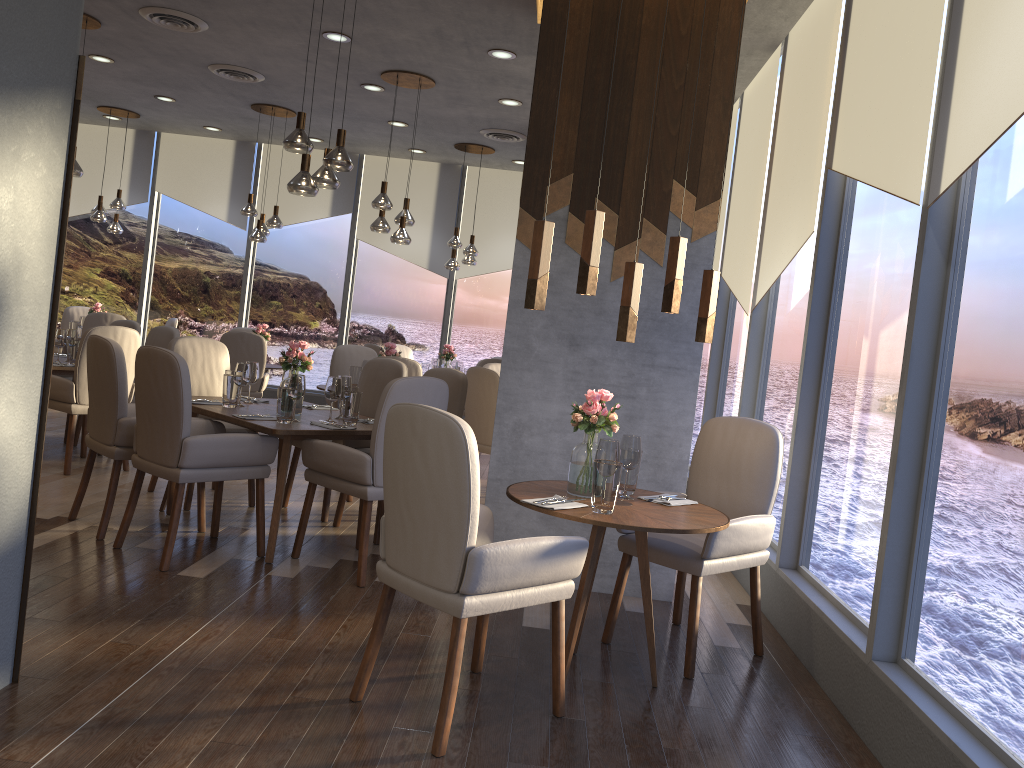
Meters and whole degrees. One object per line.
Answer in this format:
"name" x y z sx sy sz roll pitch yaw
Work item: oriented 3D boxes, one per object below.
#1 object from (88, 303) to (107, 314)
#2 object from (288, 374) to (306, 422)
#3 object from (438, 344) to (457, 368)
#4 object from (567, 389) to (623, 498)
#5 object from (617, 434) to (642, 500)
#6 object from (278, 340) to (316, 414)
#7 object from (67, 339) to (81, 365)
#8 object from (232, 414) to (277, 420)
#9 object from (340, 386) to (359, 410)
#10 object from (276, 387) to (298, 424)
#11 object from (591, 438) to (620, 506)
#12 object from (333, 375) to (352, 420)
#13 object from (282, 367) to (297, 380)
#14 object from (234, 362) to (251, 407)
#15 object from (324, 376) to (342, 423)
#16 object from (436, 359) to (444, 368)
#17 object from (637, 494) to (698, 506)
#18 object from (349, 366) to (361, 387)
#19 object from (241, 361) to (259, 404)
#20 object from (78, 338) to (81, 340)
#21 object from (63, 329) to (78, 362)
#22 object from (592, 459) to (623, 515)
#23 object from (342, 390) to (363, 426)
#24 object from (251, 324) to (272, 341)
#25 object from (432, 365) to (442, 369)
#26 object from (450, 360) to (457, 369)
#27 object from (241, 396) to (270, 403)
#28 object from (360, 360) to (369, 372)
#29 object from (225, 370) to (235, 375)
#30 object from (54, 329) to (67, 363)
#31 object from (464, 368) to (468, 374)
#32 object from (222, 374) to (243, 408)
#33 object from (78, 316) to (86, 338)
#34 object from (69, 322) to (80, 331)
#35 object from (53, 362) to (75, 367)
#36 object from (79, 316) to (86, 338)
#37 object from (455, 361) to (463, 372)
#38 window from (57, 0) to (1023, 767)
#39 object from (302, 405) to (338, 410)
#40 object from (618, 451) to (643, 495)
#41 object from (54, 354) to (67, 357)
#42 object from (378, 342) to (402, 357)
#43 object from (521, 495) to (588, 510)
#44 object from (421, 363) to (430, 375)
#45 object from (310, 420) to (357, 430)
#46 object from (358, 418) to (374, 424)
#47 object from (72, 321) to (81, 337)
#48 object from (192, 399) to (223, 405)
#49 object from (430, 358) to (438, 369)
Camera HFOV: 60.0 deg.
"object" -4.608 -0.697 9.826 0.198 0.415 0.210 7 2 0
"object" -1.122 0.073 4.597 0.092 0.244 0.092 7 1 -2
"object" -0.698 -0.222 9.552 0.210 0.415 0.197 8 2 40
"object" 0.308 0.223 3.394 0.210 0.415 0.198 6 2 -20
"object" 0.453 0.322 3.451 0.092 0.244 0.092 7 2 25
"object" -1.217 -0.040 4.957 0.210 0.415 0.198 6 2 -20
"object" -3.152 -0.228 6.384 0.102 0.178 0.102 5 2 -41
"object" -1.298 0.167 4.572 0.254 0.019 0.158 4 4 -44
"object" -0.934 0.104 5.051 0.102 0.178 0.102 5 2 -39
"object" -1.144 0.109 4.490 0.102 0.178 0.102 6 2 -18
"object" 0.338 0.322 3.197 0.092 0.244 0.092 7 1 -7
"object" -0.945 0.075 4.942 0.092 0.244 0.092 6 1 -20
"object" -1.345 0.007 5.349 0.092 0.244 0.092 7 1 2
"object" -1.527 0.004 5.000 0.092 0.244 0.092 7 1 -2
"object" -0.962 0.084 4.748 0.092 0.244 0.092 7 2 23
"object" -0.768 -0.137 9.404 0.092 0.244 0.092 6 1 -16
"object" 0.601 0.451 3.485 0.254 0.019 0.158 4 4 -45
"object" -1.300 -0.056 7.328 0.102 0.178 0.102 6 2 -17
"object" -1.535 -0.008 5.199 0.092 0.244 0.092 7 1 5
"object" -3.278 -0.258 6.681 0.102 0.178 0.102 5 2 -39
"object" -3.271 -0.285 6.571 0.092 0.244 0.092 6 2 -35
"object" 0.326 0.360 3.089 0.102 0.178 0.102 6 2 -13
"object" -0.858 0.130 4.738 0.102 0.178 0.102 8 2 39
"object" -2.519 -0.400 8.864 0.210 0.415 0.198 6 2 -25
"object" -0.794 -0.101 9.297 0.102 0.178 0.102 6 2 -26
"object" -0.645 -0.138 9.691 0.092 0.244 0.092 7 1 5
"object" -1.572 0.092 5.366 0.157 0.019 0.255 4 4 -43
"object" -1.202 -0.075 7.273 0.092 0.244 0.092 7 1 -4
"object" -1.646 0.011 5.220 0.102 0.178 0.102 6 2 -17
"object" -3.257 -0.273 6.377 0.092 0.244 0.092 6 2 -32
"object" -0.471 -0.071 9.445 0.102 0.178 0.102 8 2 28
"object" -1.549 0.040 4.893 0.102 0.178 0.102 6 2 -8
"object" -4.698 -0.615 9.691 0.092 0.244 0.092 8 2 37
"object" -4.740 -0.582 9.589 0.102 0.178 0.102 6 2 -37
"object" -3.207 -0.146 6.226 0.255 0.019 0.157 9 4 33
"object" -4.778 -0.635 9.885 0.092 0.244 0.092 6 1 -14
"object" -0.572 -0.117 9.474 0.092 0.244 0.092 8 2 32
"window" -1.121 -1.167 7.881 8.049 3.196 16.160 4 4 -43
"object" -1.196 0.136 5.383 0.254 0.019 0.158 4 4 -45
"object" 0.464 0.351 3.560 0.102 0.178 0.102 5 2 -39
"object" -3.591 -0.230 6.966 0.158 0.019 0.255 9 4 35
"object" -1.012 -0.138 7.260 0.210 0.415 0.198 5 2 -40
"object" 0.165 0.417 3.157 0.158 0.019 0.254 9 4 41
"object" -0.952 -0.139 9.654 0.102 0.178 0.102 7 2 20
"object" -0.938 0.208 4.589 0.255 0.019 0.157 9 4 42
"object" -0.796 0.204 4.976 0.254 0.019 0.158 4 4 -45
"object" -4.883 -0.616 9.923 0.102 0.178 0.102 8 2 33
"object" -1.703 0.098 4.974 0.254 0.019 0.158 4 4 -44
"object" -0.844 -0.157 9.621 0.092 0.244 0.092 6 1 -17
